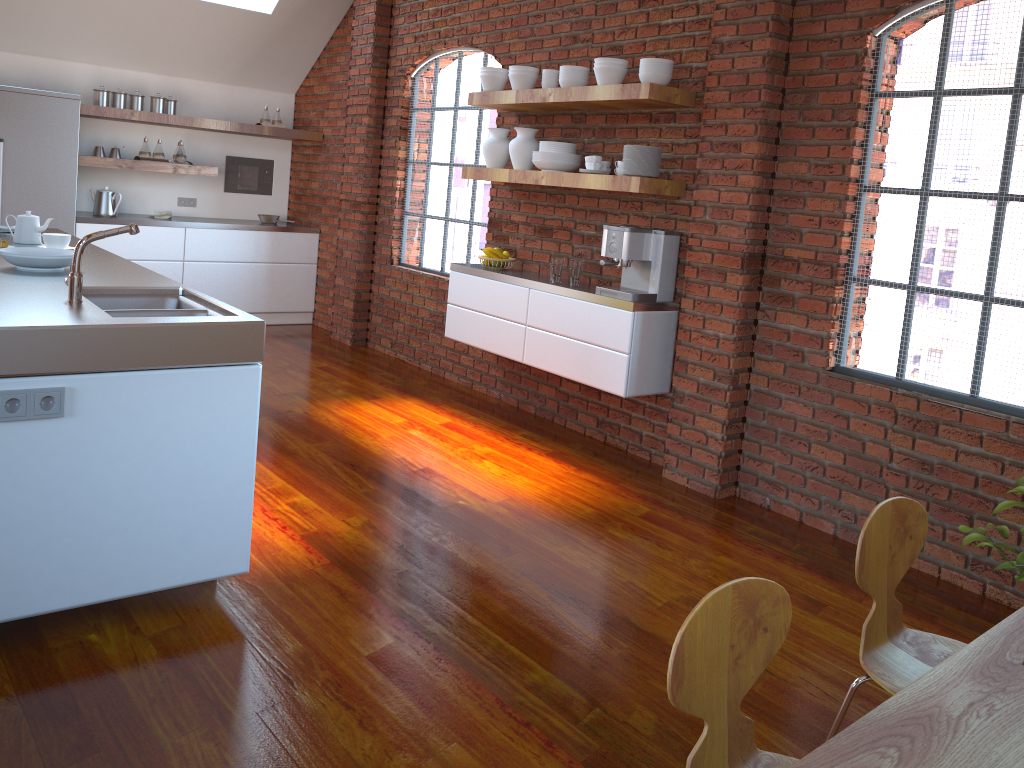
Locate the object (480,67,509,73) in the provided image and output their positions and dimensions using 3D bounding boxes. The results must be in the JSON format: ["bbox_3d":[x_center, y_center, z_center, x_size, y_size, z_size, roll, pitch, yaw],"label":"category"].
[{"bbox_3d":[-0.110,-1.865,5.361,0.180,0.102,0.184,5,11,-2],"label":"object"}]

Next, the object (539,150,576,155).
[{"bbox_3d":[0.255,-1.285,4.984,0.217,0.054,0.214,16,16,42],"label":"object"}]

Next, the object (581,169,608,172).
[{"bbox_3d":[0.435,-1.135,4.695,0.154,0.012,0.156,8,13,12],"label":"object"}]

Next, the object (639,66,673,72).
[{"bbox_3d":[0.715,-1.540,4.385,0.165,0.060,0.168,5,12,1],"label":"object"}]

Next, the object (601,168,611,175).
[{"bbox_3d":[0.500,-1.170,4.864,0.093,0.046,0.099,12,13,31],"label":"object"}]

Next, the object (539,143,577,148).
[{"bbox_3d":[0.259,-1.326,4.980,0.217,0.054,0.214,16,16,42],"label":"object"}]

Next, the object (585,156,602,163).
[{"bbox_3d":[0.431,-1.187,4.690,0.093,0.058,0.101,12,13,34],"label":"object"}]

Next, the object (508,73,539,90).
[{"bbox_3d":[0.063,-1.768,5.195,0.180,0.102,0.184,5,11,-2],"label":"object"}]

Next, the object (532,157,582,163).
[{"bbox_3d":[0.252,-1.247,4.988,0.285,0.054,0.284,13,15,34],"label":"object"}]

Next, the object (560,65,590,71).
[{"bbox_3d":[0.346,-1.723,4.883,0.166,0.060,0.168,-6,16,-43],"label":"object"}]

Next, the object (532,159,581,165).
[{"bbox_3d":[0.251,-1.236,4.989,0.285,0.054,0.284,13,15,34],"label":"object"}]

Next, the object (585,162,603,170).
[{"bbox_3d":[0.433,-1.155,4.690,0.099,0.046,0.093,-5,15,-43],"label":"object"}]

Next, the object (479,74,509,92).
[{"bbox_3d":[-0.114,-1.822,5.365,0.180,0.102,0.184,5,11,-2],"label":"object"}]

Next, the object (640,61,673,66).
[{"bbox_3d":[0.717,-1.565,4.382,0.165,0.060,0.168,5,12,1],"label":"object"}]

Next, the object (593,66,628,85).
[{"bbox_3d":[0.512,-1.600,4.616,0.181,0.102,0.183,9,12,21],"label":"object"}]

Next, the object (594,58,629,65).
[{"bbox_3d":[0.516,-1.643,4.612,0.181,0.102,0.183,9,12,21],"label":"object"}]

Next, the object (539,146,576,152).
[{"bbox_3d":[0.257,-1.307,4.982,0.217,0.054,0.214,16,16,42],"label":"object"}]

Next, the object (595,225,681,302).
[{"bbox_3d":[0.626,-0.626,4.507,0.379,0.365,0.275,-2,11,-38],"label":"object"}]

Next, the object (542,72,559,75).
[{"bbox_3d":[0.222,-1.761,5.070,0.099,0.060,0.100,5,11,1],"label":"object"}]

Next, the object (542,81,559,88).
[{"bbox_3d":[0.217,-1.707,5.075,0.099,0.060,0.100,5,11,1],"label":"object"}]

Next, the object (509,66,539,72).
[{"bbox_3d":[0.067,-1.811,5.191,0.180,0.102,0.184,5,11,-2],"label":"object"}]

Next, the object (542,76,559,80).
[{"bbox_3d":[0.220,-1.737,5.072,0.099,0.060,0.100,5,11,1],"label":"object"}]

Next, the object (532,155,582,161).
[{"bbox_3d":[0.252,-1.258,4.987,0.285,0.054,0.284,13,15,34],"label":"object"}]

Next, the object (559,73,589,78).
[{"bbox_3d":[0.343,-1.685,4.886,0.166,0.060,0.168,-6,16,-43],"label":"object"}]

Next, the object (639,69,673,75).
[{"bbox_3d":[0.714,-1.527,4.386,0.165,0.060,0.168,5,12,1],"label":"object"}]

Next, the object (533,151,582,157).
[{"bbox_3d":[0.254,-1.277,4.985,0.285,0.054,0.284,13,15,34],"label":"object"}]

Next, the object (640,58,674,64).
[{"bbox_3d":[0.719,-1.578,4.381,0.165,0.060,0.168,5,12,1],"label":"object"}]

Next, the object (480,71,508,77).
[{"bbox_3d":[-0.112,-1.843,5.363,0.180,0.102,0.184,5,11,-2],"label":"object"}]

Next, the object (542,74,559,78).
[{"bbox_3d":[0.221,-1.750,5.071,0.099,0.060,0.100,5,11,1],"label":"object"}]

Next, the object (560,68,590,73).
[{"bbox_3d":[0.345,-1.710,4.884,0.166,0.060,0.168,-6,16,-43],"label":"object"}]

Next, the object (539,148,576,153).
[{"bbox_3d":[0.256,-1.295,4.983,0.217,0.054,0.214,16,16,42],"label":"object"}]

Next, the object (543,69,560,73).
[{"bbox_3d":[0.223,-1.775,5.068,0.099,0.060,0.100,5,11,1],"label":"object"}]

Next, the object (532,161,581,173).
[{"bbox_3d":[0.250,-1.226,4.990,0.285,0.054,0.284,13,15,34],"label":"object"}]

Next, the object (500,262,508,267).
[{"bbox_3d":[-0.061,-0.763,5.496,0.070,0.068,0.069,0,10,-29],"label":"object"}]

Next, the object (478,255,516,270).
[{"bbox_3d":[-0.095,-0.752,5.467,0.236,0.070,0.239,7,12,9],"label":"object"}]

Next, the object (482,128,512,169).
[{"bbox_3d":[-0.091,-1.455,5.450,0.192,0.246,0.195,5,8,1],"label":"object"}]

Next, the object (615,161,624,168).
[{"bbox_3d":[0.600,-1.144,4.641,0.092,0.058,0.102,2,11,-15],"label":"object"}]

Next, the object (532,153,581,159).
[{"bbox_3d":[0.253,-1.266,4.986,0.285,0.054,0.284,13,15,34],"label":"object"}]

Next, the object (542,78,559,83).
[{"bbox_3d":[0.218,-1.723,5.073,0.099,0.060,0.100,5,11,1],"label":"object"}]

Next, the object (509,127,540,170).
[{"bbox_3d":[0.076,-1.392,5.235,0.193,0.246,0.194,9,9,23],"label":"object"}]

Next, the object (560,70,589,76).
[{"bbox_3d":[0.344,-1.698,4.885,0.166,0.060,0.168,-6,16,-43],"label":"object"}]

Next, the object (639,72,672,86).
[{"bbox_3d":[0.712,-1.511,4.387,0.165,0.060,0.168,5,12,1],"label":"object"}]

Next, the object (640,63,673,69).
[{"bbox_3d":[0.716,-1.553,4.383,0.165,0.060,0.168,5,12,1],"label":"object"}]

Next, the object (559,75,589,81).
[{"bbox_3d":[0.341,-1.672,4.888,0.166,0.060,0.168,-6,16,-43],"label":"object"}]

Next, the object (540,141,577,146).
[{"bbox_3d":[0.260,-1.336,4.979,0.217,0.054,0.214,16,16,42],"label":"object"}]

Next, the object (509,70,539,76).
[{"bbox_3d":[0.065,-1.789,5.193,0.180,0.102,0.184,5,11,-2],"label":"object"}]

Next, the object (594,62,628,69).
[{"bbox_3d":[0.514,-1.621,4.614,0.181,0.102,0.183,9,12,21],"label":"object"}]

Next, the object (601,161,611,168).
[{"bbox_3d":[0.497,-1.203,4.863,0.092,0.058,0.101,9,11,20],"label":"object"}]

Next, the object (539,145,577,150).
[{"bbox_3d":[0.258,-1.317,4.981,0.217,0.054,0.214,16,16,42],"label":"object"}]

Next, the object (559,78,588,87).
[{"bbox_3d":[0.340,-1.656,4.889,0.166,0.060,0.168,-6,16,-43],"label":"object"}]
